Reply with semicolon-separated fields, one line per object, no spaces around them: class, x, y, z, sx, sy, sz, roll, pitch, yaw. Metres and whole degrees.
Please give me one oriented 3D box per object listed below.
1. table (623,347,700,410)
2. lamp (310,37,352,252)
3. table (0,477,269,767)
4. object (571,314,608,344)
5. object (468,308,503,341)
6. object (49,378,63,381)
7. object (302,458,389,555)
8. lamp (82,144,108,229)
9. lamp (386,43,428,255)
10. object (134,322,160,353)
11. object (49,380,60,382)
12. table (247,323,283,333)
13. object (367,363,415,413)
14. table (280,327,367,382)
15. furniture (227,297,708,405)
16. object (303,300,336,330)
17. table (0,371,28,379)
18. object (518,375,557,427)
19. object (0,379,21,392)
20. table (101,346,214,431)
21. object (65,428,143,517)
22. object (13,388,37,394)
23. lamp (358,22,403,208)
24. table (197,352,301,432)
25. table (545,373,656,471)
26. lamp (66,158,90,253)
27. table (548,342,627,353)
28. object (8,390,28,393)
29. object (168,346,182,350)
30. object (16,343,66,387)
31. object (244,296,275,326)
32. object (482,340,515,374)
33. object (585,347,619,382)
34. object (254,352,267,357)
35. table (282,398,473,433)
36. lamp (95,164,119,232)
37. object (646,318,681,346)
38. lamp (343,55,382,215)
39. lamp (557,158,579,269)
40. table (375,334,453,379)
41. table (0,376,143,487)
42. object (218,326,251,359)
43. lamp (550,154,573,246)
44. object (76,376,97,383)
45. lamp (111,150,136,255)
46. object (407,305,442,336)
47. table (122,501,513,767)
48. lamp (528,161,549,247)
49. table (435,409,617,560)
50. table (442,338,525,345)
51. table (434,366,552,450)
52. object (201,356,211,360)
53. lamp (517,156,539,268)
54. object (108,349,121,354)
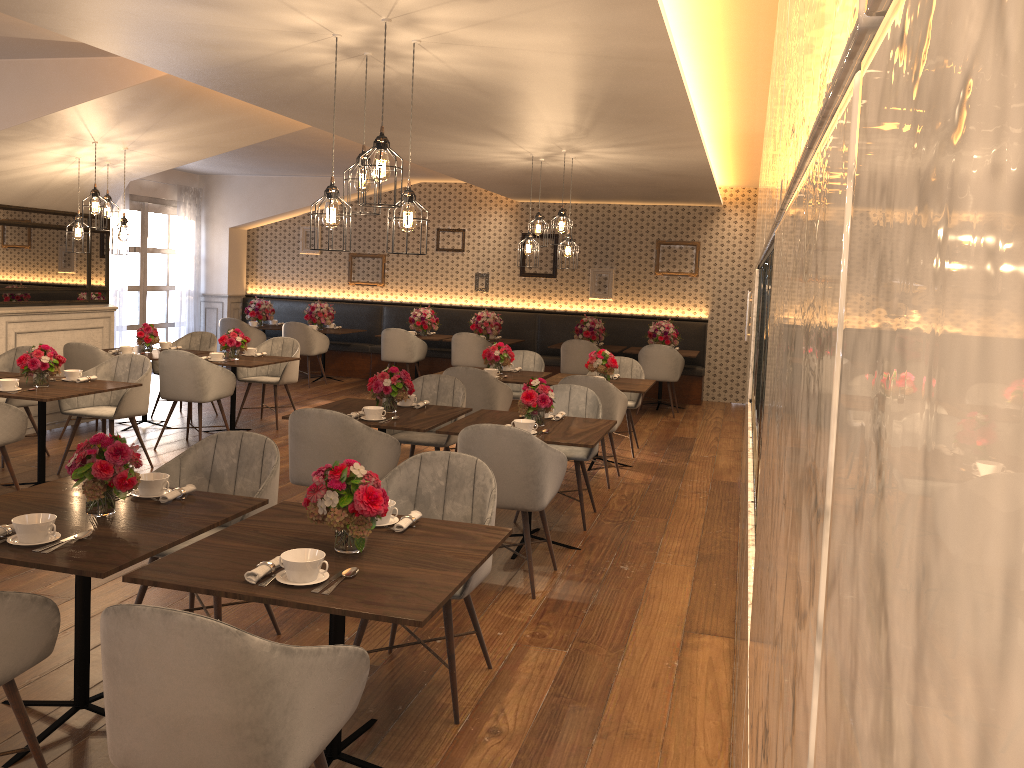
table;1.911;-0.061;11.367;0.897;0.718;0.900;4;6;15
lamp;-0.791;-1.641;4.007;0.175;2.063;0.175;4;4;16
table;-1.487;0.810;3.066;0.897;0.718;0.900;4;6;15
object;1.012;-0.692;11.490;0.420;0.424;0.407;-1;6;-33
object;-0.338;-0.793;11.832;0.420;0.424;0.407;4;6;17
object;-3.244;-0.037;6.324;0.043;0.015;0.198;4;7;11
object;-0.511;0.372;2.793;0.306;0.300;0.234;6;6;36
lamp;-3.157;-2.224;6.727;0.175;2.063;0.175;4;4;16
lamp;-0.445;-1.631;4.046;0.175;2.063;0.175;4;4;16
object;-3.476;-0.450;8.426;0.234;0.300;0.307;2;5;-10
object;-3.212;-0.028;6.309;0.022;0.004;0.211;4;7;14
table;-3.602;-0.483;12.818;0.897;0.718;0.900;4;6;15
object;-0.757;0.023;5.548;0.305;0.300;0.235;2;5;-8
table;-2.676;-0.412;12.574;0.897;0.718;0.900;4;6;15
furniture;-0.844;-0.533;12.741;7.094;1.078;0.543;4;5;15
object;-2.704;-0.974;12.466;0.420;0.424;0.407;3;5;3
table;-4.127;0.300;6.272;0.897;0.718;0.900;4;6;15
object;0.155;0.097;5.278;0.234;0.300;0.306;4;6;16
object;-3.250;0.008;5.716;0.148;0.072;0.149;0;7;-18
table;-3.530;0.050;8.514;0.897;0.718;0.900;4;6;15
object;-1.420;0.300;3.061;0.234;0.300;0.306;-2;7;-42
object;-3.145;0.043;5.710;0.043;0.015;0.198;5;7;18
lamp;-0.520;-1.788;3.717;0.175;2.063;0.175;4;4;16
table;-2.604;0.121;8.270;0.897;0.718;0.900;4;6;15
table;0.739;0.338;7.701;0.897;0.718;0.900;4;6;15
lamp;-3.427;-2.078;7.017;0.175;2.063;0.175;4;4;16
table;0.985;-0.132;11.611;0.897;0.718;0.900;4;6;15
object;-3.170;0.045;5.724;0.022;0.004;0.211;4;7;14
object;-3.335;-0.354;8.765;0.056;0.039;0.176;4;7;14
object;-3.163;-0.133;5.959;0.235;0.300;0.306;6;6;34
object;-3.618;-1.044;12.712;0.420;0.424;0.407;-1;6;-33
object;-0.120;-0.243;7.940;0.305;0.300;0.235;2;5;-8
object;0.788;-0.170;7.669;0.306;0.300;0.234;6;6;36
object;-2.423;-0.284;8.525;0.056;0.039;0.176;4;7;14
table;-0.824;0.533;5.554;0.897;0.718;0.900;4;6;15
lamp;-3.334;-2.305;7.322;0.175;2.063;0.175;4;4;16
object;1.921;-0.623;11.262;0.420;0.424;0.407;-1;6;-32
lamp;-0.698;-1.869;4.311;0.175;2.063;0.175;4;4;16
lamp;0.531;-2.038;7.706;0.175;2.063;0.175;4;4;16
table;-1.309;-0.307;12.215;0.897;0.718;0.900;4;6;15
table;-3.201;0.370;6.027;0.897;0.718;0.900;4;6;15
object;-2.567;-0.382;8.199;0.235;0.300;0.306;6;6;34
lamp;0.455;-2.195;7.377;0.175;2.063;0.175;4;4;16
object;-3.019;-0.035;6.285;0.056;0.039;0.176;4;7;14
lamp;-3.081;-2.067;7.056;0.175;2.063;0.175;4;4;16
object;-1.212;-0.871;12.166;0.420;0.424;0.407;-1;6;-32
table;-0.561;0.881;2.822;0.897;0.718;0.900;4;6;15
lamp;0.277;-2.276;7.971;0.175;2.063;0.175;4;4;16
table;0.103;0.604;5.310;0.897;0.718;0.900;4;6;15
table;-0.383;-0.237;11.971;0.897;0.718;0.900;4;6;15
table;-0.187;0.267;7.945;0.897;0.718;0.900;4;6;15
object;-2.764;-0.233;7.986;0.056;0.039;0.176;4;7;14
lamp;0.184;-2.048;7.667;0.175;2.063;0.175;4;4;16
object;-3.677;-0.302;8.226;0.056;0.039;0.176;4;7;14
